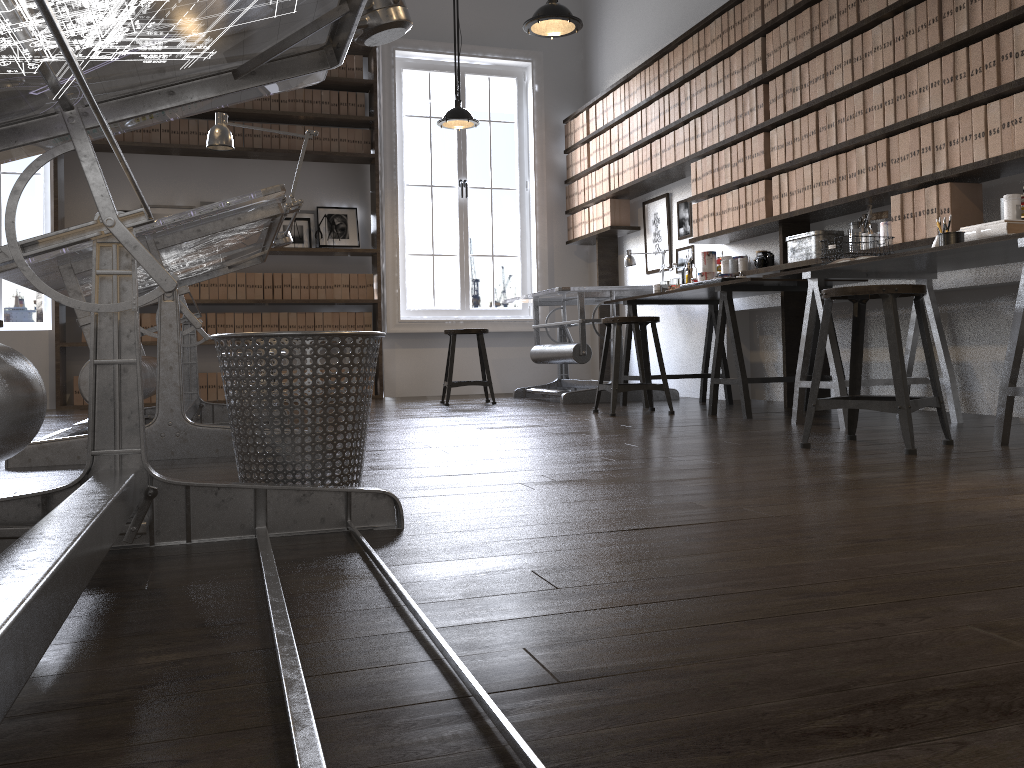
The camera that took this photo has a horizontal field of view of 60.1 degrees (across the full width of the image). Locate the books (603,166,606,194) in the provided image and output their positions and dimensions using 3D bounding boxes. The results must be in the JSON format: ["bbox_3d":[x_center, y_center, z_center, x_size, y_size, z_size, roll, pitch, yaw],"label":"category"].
[{"bbox_3d":[0.829,-1.648,7.180,0.174,0.226,0.066,-1,-1,-18],"label":"books"}]

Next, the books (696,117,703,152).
[{"bbox_3d":[1.289,-1.615,5.752,0.174,0.226,0.066,-1,-1,-18],"label":"books"}]

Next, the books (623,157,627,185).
[{"bbox_3d":[0.947,-1.632,6.824,0.174,0.226,0.066,-1,-1,-18],"label":"books"}]

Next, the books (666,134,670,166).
[{"bbox_3d":[1.163,-1.617,6.153,0.174,0.226,0.066,-1,-1,-18],"label":"books"}]

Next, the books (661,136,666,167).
[{"bbox_3d":[1.141,-1.619,6.220,0.174,0.226,0.066,-1,-1,-18],"label":"books"}]

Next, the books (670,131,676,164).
[{"bbox_3d":[1.178,-1.615,6.087,0.174,0.226,0.067,-1,-1,-18],"label":"books"}]

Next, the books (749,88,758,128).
[{"bbox_3d":[1.479,-1.601,5.161,0.174,0.226,0.066,-1,-1,-18],"label":"books"}]

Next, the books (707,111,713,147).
[{"bbox_3d":[1.334,-1.612,5.620,0.174,0.226,0.066,-1,-1,-18],"label":"books"}]

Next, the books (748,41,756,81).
[{"bbox_3d":[1.474,-1.869,5.166,0.174,0.226,0.066,-1,-1,-18],"label":"books"}]

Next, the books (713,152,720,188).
[{"bbox_3d":[1.357,-1.333,5.563,0.174,0.226,0.066,-1,-1,-18],"label":"books"}]

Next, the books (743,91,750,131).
[{"bbox_3d":[1.461,-1.603,5.230,0.174,0.226,0.066,-1,-1,-18],"label":"books"}]

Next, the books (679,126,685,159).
[{"bbox_3d":[1.220,-1.613,5.965,0.174,0.226,0.066,-1,-1,-18],"label":"books"}]

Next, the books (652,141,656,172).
[{"bbox_3d":[1.098,-1.622,6.356,0.174,0.226,0.066,-1,-1,-18],"label":"books"}]

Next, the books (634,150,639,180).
[{"bbox_3d":[1.006,-1.628,6.618,0.174,0.226,0.067,-1,-1,-18],"label":"books"}]

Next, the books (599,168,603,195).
[{"bbox_3d":[0.807,-1.649,7.251,0.174,0.226,0.066,-1,-1,-18],"label":"books"}]

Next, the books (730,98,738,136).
[{"bbox_3d":[1.413,-1.606,5.360,0.174,0.226,0.067,-1,-1,-18],"label":"books"}]

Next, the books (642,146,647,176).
[{"bbox_3d":[1.052,-1.625,6.497,0.174,0.226,0.066,-1,-1,-18],"label":"books"}]

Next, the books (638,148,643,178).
[{"bbox_3d":[1.029,-1.626,6.559,0.174,0.226,0.066,-1,-1,-18],"label":"books"}]

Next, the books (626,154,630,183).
[{"bbox_3d":[0.964,-1.631,6.756,0.174,0.226,0.066,-1,-1,-18],"label":"books"}]

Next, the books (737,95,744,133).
[{"bbox_3d":[1.439,-1.605,5.297,0.174,0.226,0.066,-1,-1,-18],"label":"books"}]

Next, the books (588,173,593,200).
[{"bbox_3d":[0.736,-1.654,7.451,0.174,0.226,0.066,-1,-1,-18],"label":"books"}]

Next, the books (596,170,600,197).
[{"bbox_3d":[0.787,-1.651,7.318,0.174,0.226,0.066,-1,-1,-18],"label":"books"}]

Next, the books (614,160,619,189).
[{"bbox_3d":[0.898,-1.635,6.955,0.174,0.226,0.067,-1,-1,-18],"label":"books"}]

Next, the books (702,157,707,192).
[{"bbox_3d":[1.315,-1.336,5.690,0.174,0.226,0.066,-1,-1,-18],"label":"books"}]

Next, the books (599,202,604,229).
[{"bbox_3d":[0.807,-1.372,7.246,0.174,0.226,0.067,-1,-1,-18],"label":"books"}]

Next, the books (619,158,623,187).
[{"bbox_3d":[0.923,-1.634,6.890,0.174,0.226,0.066,-1,-1,-18],"label":"books"}]

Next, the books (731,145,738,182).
[{"bbox_3d":[1.423,-1.329,5.360,0.174,0.226,0.066,-1,-1,-18],"label":"books"}]

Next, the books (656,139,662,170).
[{"bbox_3d":[1.115,-1.620,6.286,0.174,0.226,0.066,-1,-1,-18],"label":"books"}]

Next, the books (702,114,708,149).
[{"bbox_3d":[1.314,-1.614,5.687,0.174,0.226,0.066,-1,-1,-18],"label":"books"}]

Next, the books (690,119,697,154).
[{"bbox_3d":[1.263,-1.616,5.820,0.174,0.226,0.066,-1,-1,-18],"label":"books"}]

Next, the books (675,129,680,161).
[{"bbox_3d":[1.203,-1.614,6.025,0.174,0.226,0.066,-1,-1,-18],"label":"books"}]

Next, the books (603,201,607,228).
[{"bbox_3d":[0.835,-1.370,7.182,0.174,0.226,0.066,-1,-1,-18],"label":"books"}]

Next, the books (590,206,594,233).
[{"bbox_3d":[0.746,-1.376,7.438,0.174,0.226,0.067,-1,-1,-18],"label":"books"}]

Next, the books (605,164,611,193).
[{"bbox_3d":[0.844,-1.646,7.118,0.174,0.226,0.067,-1,-1,-18],"label":"books"}]

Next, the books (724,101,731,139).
[{"bbox_3d":[1.397,-1.608,5.425,0.174,0.226,0.066,-1,-1,-18],"label":"books"}]

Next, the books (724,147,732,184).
[{"bbox_3d":[1.397,-1.330,5.426,0.174,0.226,0.066,-1,-1,-18],"label":"books"}]

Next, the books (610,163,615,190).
[{"bbox_3d":[0.875,-1.637,7.034,0.174,0.226,0.066,-1,-1,-18],"label":"books"}]

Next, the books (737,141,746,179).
[{"bbox_3d":[1.441,-1.327,5.287,0.174,0.226,0.067,-1,-1,-18],"label":"books"}]

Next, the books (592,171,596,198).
[{"bbox_3d":[0.762,-1.652,7.383,0.174,0.226,0.066,-1,-1,-18],"label":"books"}]

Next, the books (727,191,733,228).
[{"bbox_3d":[1.407,-1.059,5.413,0.174,0.226,0.066,-1,-1,-18],"label":"books"}]

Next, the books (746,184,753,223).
[{"bbox_3d":[1.472,-1.055,5.216,0.174,0.226,0.066,-1,-1,-18],"label":"books"}]

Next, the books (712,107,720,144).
[{"bbox_3d":[1.352,-1.610,5.552,0.174,0.226,0.067,-1,-1,-18],"label":"books"}]

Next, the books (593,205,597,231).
[{"bbox_3d":[0.770,-1.375,7.370,0.174,0.226,0.066,-1,-1,-18],"label":"books"}]

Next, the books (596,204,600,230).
[{"bbox_3d":[0.791,-1.373,7.311,0.174,0.226,0.066,-1,-1,-18],"label":"books"}]

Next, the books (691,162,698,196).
[{"bbox_3d":[1.270,-1.339,5.817,0.174,0.226,0.067,-1,-1,-18],"label":"books"}]

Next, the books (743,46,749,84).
[{"bbox_3d":[1.457,-1.871,5.226,0.174,0.226,0.066,-1,-1,-18],"label":"books"}]

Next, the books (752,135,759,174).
[{"bbox_3d":[1.490,-1.324,5.145,0.174,0.226,0.066,-1,-1,-18],"label":"books"}]

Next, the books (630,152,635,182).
[{"bbox_3d":[0.984,-1.629,6.687,0.174,0.226,0.066,-1,-1,-18],"label":"books"}]

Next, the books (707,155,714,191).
[{"bbox_3d":[1.331,-1.335,5.625,0.174,0.226,0.067,-1,-1,-18],"label":"books"}]

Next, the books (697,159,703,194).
[{"bbox_3d":[1.294,-1.338,5.749,0.174,0.226,0.066,-1,-1,-18],"label":"books"}]

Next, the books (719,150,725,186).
[{"bbox_3d":[1.379,-1.332,5.495,0.174,0.226,0.066,-1,-1,-18],"label":"books"}]

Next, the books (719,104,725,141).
[{"bbox_3d":[1.376,-1.609,5.484,0.174,0.226,0.066,-1,-1,-18],"label":"books"}]

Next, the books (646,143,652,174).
[{"bbox_3d":[1.069,-1.623,6.425,0.174,0.226,0.067,-1,-1,-18],"label":"books"}]

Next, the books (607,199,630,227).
[{"bbox_3d":[0.855,-1.369,7.115,0.174,0.226,0.066,-1,-1,-18],"label":"books"}]

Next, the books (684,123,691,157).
[{"bbox_3d":[1.241,-1.611,5.895,0.174,0.226,0.067,-1,-1,-18],"label":"books"}]

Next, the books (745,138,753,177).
[{"bbox_3d":[1.469,-1.326,5.218,0.174,0.226,0.066,-1,-1,-18],"label":"books"}]

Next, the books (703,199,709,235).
[{"bbox_3d":[1.320,-1.065,5.682,0.174,0.226,0.066,-1,-1,-18],"label":"books"}]
